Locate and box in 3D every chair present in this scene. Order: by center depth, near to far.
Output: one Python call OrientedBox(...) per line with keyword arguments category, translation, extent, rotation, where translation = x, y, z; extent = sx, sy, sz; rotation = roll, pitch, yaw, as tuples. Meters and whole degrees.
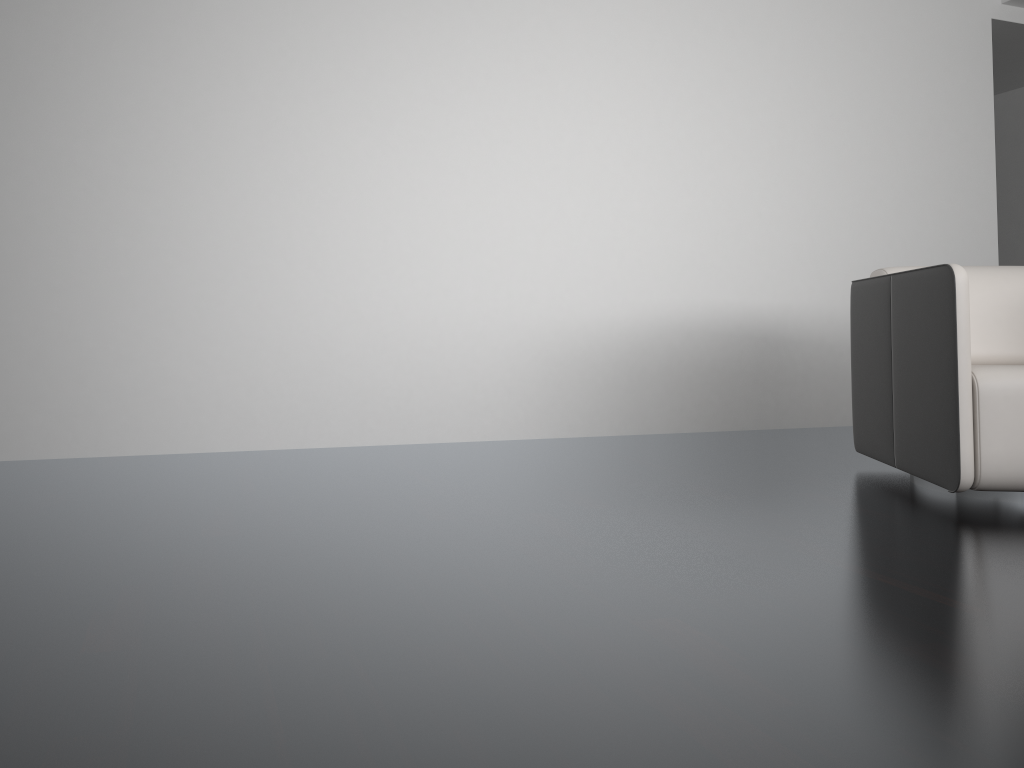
OrientedBox(category="chair", translation=(1.574, -0.061, 2.746), extent=(0.767, 0.664, 0.918), rotation=(0, 1, 4))
